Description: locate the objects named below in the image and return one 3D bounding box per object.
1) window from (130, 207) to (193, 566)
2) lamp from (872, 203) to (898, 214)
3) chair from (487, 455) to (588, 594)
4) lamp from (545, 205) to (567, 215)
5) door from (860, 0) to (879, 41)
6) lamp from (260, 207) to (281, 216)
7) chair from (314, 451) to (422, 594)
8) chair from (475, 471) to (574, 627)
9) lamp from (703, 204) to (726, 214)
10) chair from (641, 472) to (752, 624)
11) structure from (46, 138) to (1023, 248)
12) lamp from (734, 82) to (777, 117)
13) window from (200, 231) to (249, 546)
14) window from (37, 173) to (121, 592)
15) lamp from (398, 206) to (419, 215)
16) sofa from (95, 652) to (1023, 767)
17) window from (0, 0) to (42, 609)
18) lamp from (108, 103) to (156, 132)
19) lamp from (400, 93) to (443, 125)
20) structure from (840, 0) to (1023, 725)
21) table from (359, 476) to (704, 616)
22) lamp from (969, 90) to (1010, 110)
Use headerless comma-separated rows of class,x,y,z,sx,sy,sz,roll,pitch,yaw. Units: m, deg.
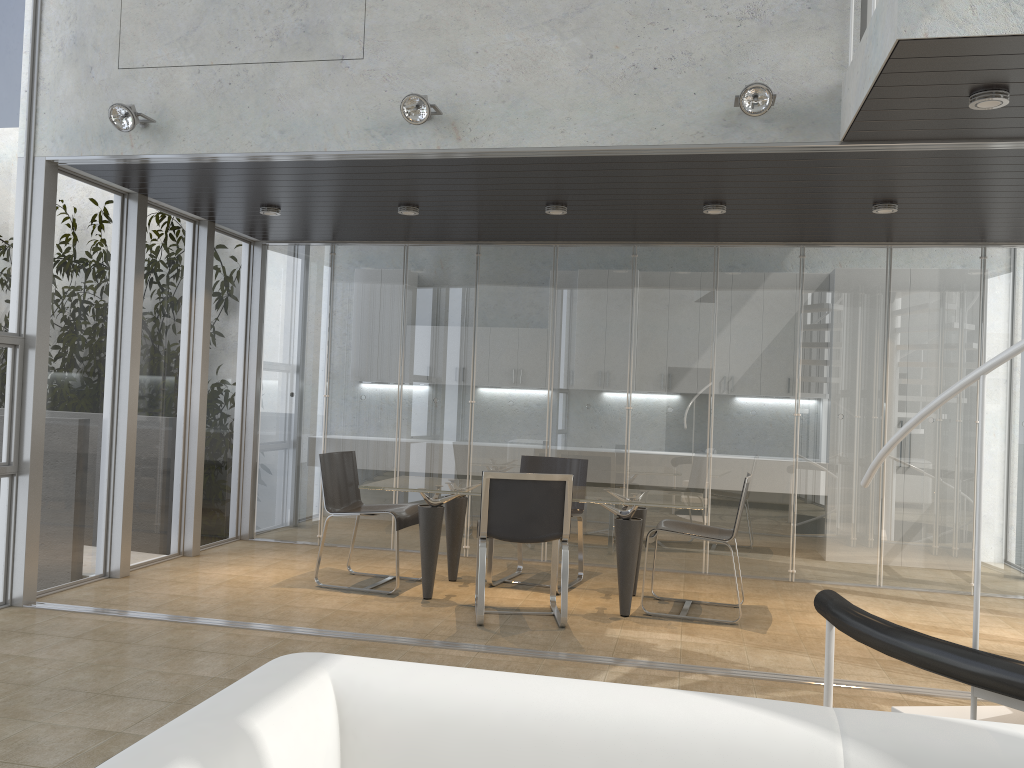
window,-2.693,0.016,6.730,0.010,2.645,0.741,2,-1,12
lamp,2.404,-1.131,5.715,0.149,0.038,0.149,2,-1,27
chair,0.202,1.018,6.573,0.546,0.922,0.660,2,-1,22
lamp,0.306,-1.205,6.144,0.149,0.038,0.149,2,-1,27
door,2.170,-2.541,4.411,0.800,2.100,0.100,2,-1,12
lamp,-1.791,-1.280,6.574,0.149,0.038,0.149,2,-1,27
chair,-0.999,0.966,6.344,0.660,0.922,0.546,2,-1,17
chair,0.060,0.991,5.544,0.546,0.922,0.660,2,-1,-3
lamp,1.355,-1.168,5.930,0.149,0.038,0.149,2,-1,27
chair,1.235,1.045,5.881,0.660,0.922,0.546,2,-1,17
structure,-1.418,-1.978,2.575,9.817,6.605,10.665,2,-1,10
lamp,1.203,-1.389,4.389,0.197,0.154,0.254,2,-1,12
window,-2.511,0.042,7.624,0.010,2.645,0.741,2,-1,12
window,-2.875,-0.009,5.835,0.010,2.645,0.741,2,-1,12
lamp,-0.742,-1.243,6.359,0.149,0.038,0.149,2,-1,27
sofa,0.592,0.993,1.486,2.601,0.638,0.971,2,-1,12
window,-2.983,-1.533,4.967,0.050,5.700,0.800,2,-1,12
lamp,-2.190,-1.510,5.070,0.197,0.154,0.228,2,-1,12
lamp,-0.493,-1.449,4.736,0.197,0.154,0.254,2,-1,12
structure,0.433,1.003,4.859,6.700,6.900,4.916,2,-1,12
table,0.156,1.094,6.112,2.250,0.733,0.900,2,-1,12
lamp,1.995,-1.188,3.710,0.149,0.038,0.149,2,-1,27
